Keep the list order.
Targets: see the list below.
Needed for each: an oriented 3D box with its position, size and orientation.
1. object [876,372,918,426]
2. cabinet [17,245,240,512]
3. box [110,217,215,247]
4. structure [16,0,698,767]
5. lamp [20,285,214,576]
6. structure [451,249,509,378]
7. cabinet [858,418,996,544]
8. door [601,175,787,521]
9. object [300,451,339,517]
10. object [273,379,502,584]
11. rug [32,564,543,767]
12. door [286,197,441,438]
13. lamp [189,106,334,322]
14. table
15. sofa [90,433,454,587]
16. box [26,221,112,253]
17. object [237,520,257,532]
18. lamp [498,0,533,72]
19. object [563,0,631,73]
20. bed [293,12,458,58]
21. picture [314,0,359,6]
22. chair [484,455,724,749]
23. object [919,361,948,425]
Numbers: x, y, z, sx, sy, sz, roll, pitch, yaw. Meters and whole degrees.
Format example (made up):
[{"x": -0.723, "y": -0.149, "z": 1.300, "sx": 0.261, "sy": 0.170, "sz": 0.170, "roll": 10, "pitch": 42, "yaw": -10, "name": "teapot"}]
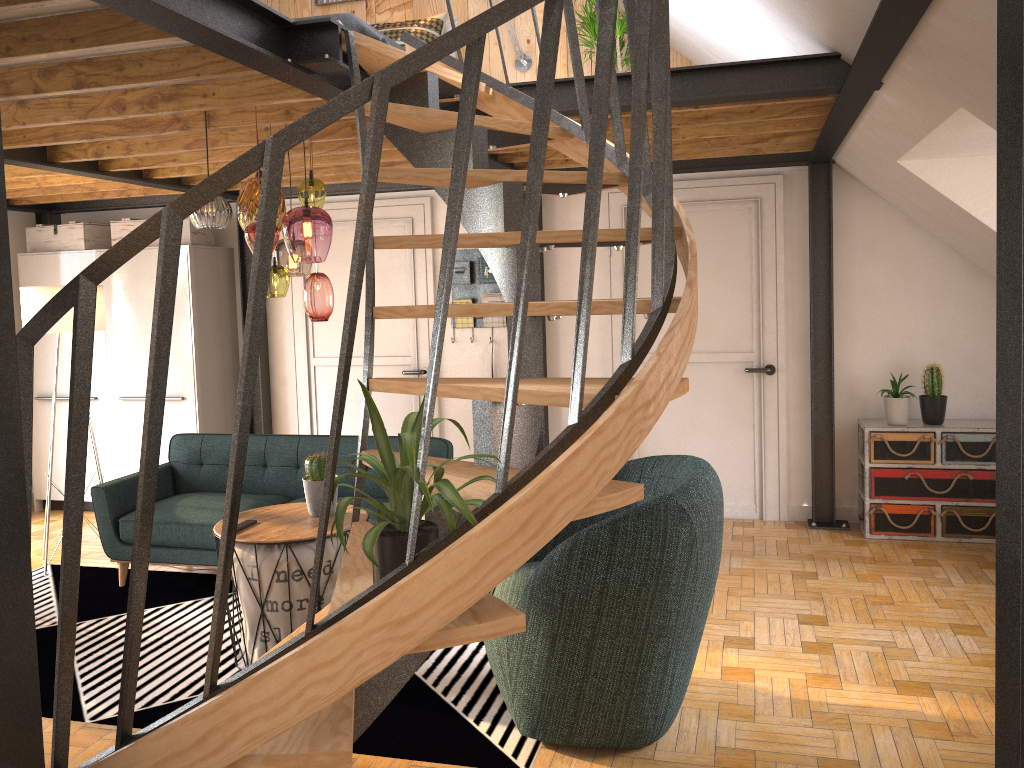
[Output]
[{"x": 2.378, "y": 0.087, "z": 5.485, "sx": 0.233, "sy": 0.329, "sz": 0.214, "roll": 0, "pitch": 5, "yaw": 21, "name": "object"}, {"x": -2.922, "y": -0.042, "z": 6.984, "sx": 1.506, "sy": 1.997, "sz": 0.811, "roll": -1, "pitch": 4, "yaw": 15, "name": "cabinet"}, {"x": -2.627, "y": -1.138, "z": 6.696, "sx": 0.641, "sy": 0.218, "sz": 0.377, "roll": -1, "pitch": 6, "yaw": 10, "name": "box"}, {"x": -0.284, "y": -0.554, "z": 2.712, "sx": 1.628, "sy": 3.807, "sz": 2.255, "roll": 1, "pitch": 5, "yaw": 30, "name": "structure"}, {"x": -1.900, "y": 0.269, "z": 5.111, "sx": 2.358, "sy": 1.714, "sz": 0.573, "roll": 0, "pitch": 5, "yaw": 24, "name": "lamp"}, {"x": -0.233, "y": -0.435, "z": 6.385, "sx": 0.442, "sy": 1.074, "sz": 0.099, "roll": -1, "pitch": 4, "yaw": 15, "name": "structure"}, {"x": 2.618, "y": 0.590, "z": 5.508, "sx": 0.833, "sy": 0.694, "sz": 0.380, "roll": 0, "pitch": 4, "yaw": 15, "name": "cabinet"}, {"x": 1.226, "y": -0.222, "z": 6.010, "sx": 1.200, "sy": 2.294, "sz": 0.088, "roll": -1, "pitch": 4, "yaw": 15, "name": "door"}, {"x": -0.874, "y": 0.453, "z": 4.055, "sx": 0.190, "sy": 0.294, "sz": 0.173, "roll": -3, "pitch": 4, "yaw": -11, "name": "object"}, {"x": -0.274, "y": 0.214, "z": 2.107, "sx": 0.528, "sy": 0.590, "sz": 0.459, "roll": -2, "pitch": 5, "yaw": 3, "name": "object"}, {"x": -1.409, "y": 1.211, "z": 4.223, "sx": 3.500, "sy": 0.010, "sz": 1.706, "roll": 0, "pitch": 6, "yaw": 15, "name": "rug"}, {"x": -1.140, "y": -0.214, "z": 6.655, "sx": 1.200, "sy": 2.294, "sz": 0.088, "roll": -1, "pitch": 4, "yaw": 15, "name": "door"}, {"x": -1.117, "y": -0.779, "z": 4.037, "sx": 0.619, "sy": 1.010, "sz": 0.491, "roll": -5, "pitch": 5, "yaw": -34, "name": "lamp"}, {"x": -0.979, "y": 0.874, "z": 3.999, "sx": 0.682, "sy": 0.684, "sz": 0.682, "roll": -5, "pitch": 6, "yaw": -35, "name": "table"}, {"x": -1.310, "y": 0.720, "z": 5.087, "sx": 1.973, "sy": 0.780, "sz": 0.827, "roll": 0, "pitch": 5, "yaw": 15, "name": "sofa"}, {"x": -3.408, "y": -1.133, "z": 6.891, "sx": 0.641, "sy": 0.218, "sz": 0.377, "roll": 1, "pitch": 6, "yaw": 25, "name": "box"}, {"x": -1.187, "y": 0.623, "z": 3.863, "sx": 0.051, "sy": 0.013, "sz": 0.208, "roll": 0, "pitch": 6, "yaw": 15, "name": "object"}, {"x": -0.281, "y": -2.553, "z": 6.012, "sx": 0.851, "sy": 0.811, "sz": 0.195, "roll": -4, "pitch": 5, "yaw": -28, "name": "lamp"}, {"x": 0.635, "y": -2.032, "z": 5.572, "sx": 0.790, "sy": 1.045, "sz": 0.734, "roll": -5, "pitch": 6, "yaw": -35, "name": "object"}, {"x": -1.345, "y": -1.947, "z": 5.392, "sx": 2.121, "sy": 1.018, "sz": 2.297, "roll": 0, "pitch": 6, "yaw": 15, "name": "bed"}, {"x": -1.257, "y": -3.066, "z": 6.460, "sx": 0.421, "sy": 0.553, "sz": 0.017, "roll": -1, "pitch": 4, "yaw": 15, "name": "picture"}, {"x": 0.332, "y": 0.771, "z": 3.311, "sx": 0.901, "sy": 0.961, "sz": 0.900, "roll": -2, "pitch": 5, "yaw": 1, "name": "chair"}, {"x": 2.587, "y": 0.048, "z": 5.450, "sx": 0.168, "sy": 0.400, "sz": 0.170, "roll": -4, "pitch": 4, "yaw": -24, "name": "object"}]
